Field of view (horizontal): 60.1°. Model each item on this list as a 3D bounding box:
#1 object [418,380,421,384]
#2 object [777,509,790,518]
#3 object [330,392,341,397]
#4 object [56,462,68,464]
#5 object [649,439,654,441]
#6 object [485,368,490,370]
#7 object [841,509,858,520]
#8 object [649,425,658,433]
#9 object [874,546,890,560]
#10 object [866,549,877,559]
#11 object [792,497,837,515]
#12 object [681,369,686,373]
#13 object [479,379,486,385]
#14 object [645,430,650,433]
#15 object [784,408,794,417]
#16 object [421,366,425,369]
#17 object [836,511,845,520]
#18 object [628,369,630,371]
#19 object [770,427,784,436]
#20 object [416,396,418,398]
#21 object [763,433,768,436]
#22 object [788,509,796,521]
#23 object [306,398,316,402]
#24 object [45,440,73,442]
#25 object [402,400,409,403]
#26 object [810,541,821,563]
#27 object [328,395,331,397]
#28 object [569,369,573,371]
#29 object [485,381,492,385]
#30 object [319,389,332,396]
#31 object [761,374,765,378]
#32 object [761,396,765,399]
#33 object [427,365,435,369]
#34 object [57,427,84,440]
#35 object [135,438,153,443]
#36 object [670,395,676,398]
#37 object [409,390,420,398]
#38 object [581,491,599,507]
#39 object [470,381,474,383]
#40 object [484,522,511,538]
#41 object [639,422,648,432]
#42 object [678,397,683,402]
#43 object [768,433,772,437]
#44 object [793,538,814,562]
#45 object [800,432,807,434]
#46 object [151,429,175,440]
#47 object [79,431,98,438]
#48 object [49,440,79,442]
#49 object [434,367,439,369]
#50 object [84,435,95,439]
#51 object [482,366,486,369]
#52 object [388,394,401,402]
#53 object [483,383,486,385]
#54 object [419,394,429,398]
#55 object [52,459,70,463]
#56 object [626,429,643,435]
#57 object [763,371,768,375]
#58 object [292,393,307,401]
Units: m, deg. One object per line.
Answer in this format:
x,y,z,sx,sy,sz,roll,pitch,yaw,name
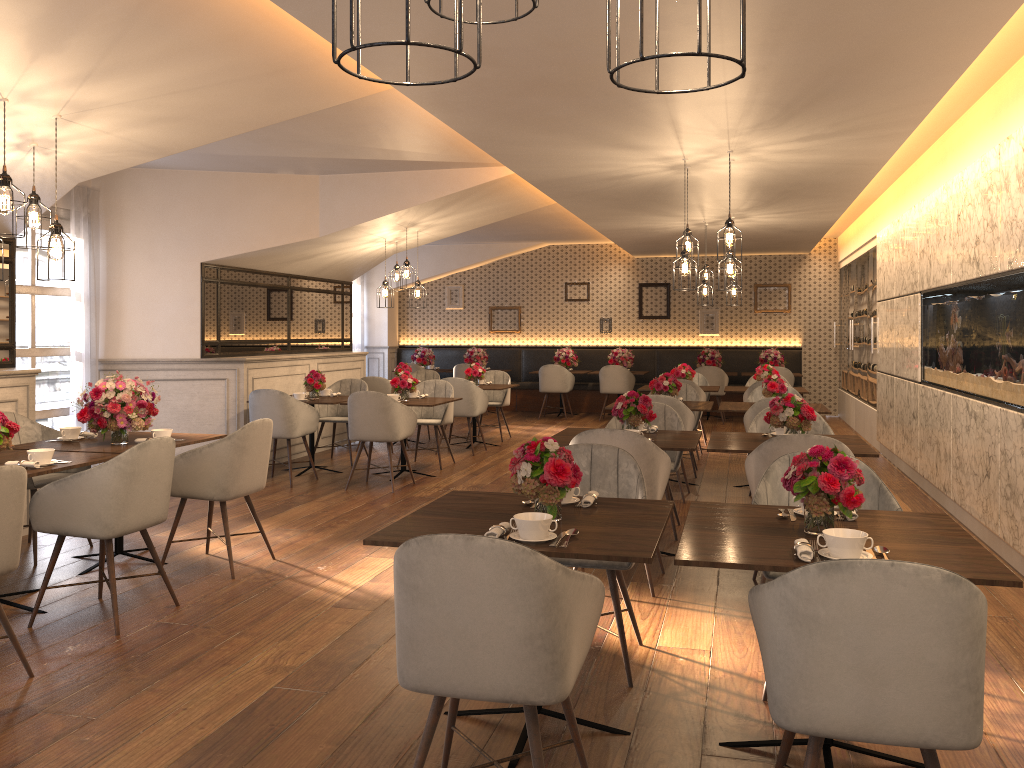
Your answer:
-1.204,-0.025,11.217,0.056,0.039,0.176,1,3,14,object
0.967,0.457,3.147,0.043,0.015,0.197,1,3,18,object
-1.786,0.106,8.970,0.056,0.039,0.176,1,3,14,object
-2.308,0.389,4.409,0.211,0.004,0.022,1,3,14,object
0.807,0.339,5.180,0.043,0.015,0.197,1,3,11,object
-0.419,-0.262,15.287,0.056,0.039,0.176,1,3,14,object
1.184,0.447,3.111,0.056,0.039,0.176,1,3,14,object
0.921,0.293,5.760,0.056,0.039,0.176,1,3,14,object
1.063,0.493,2.533,0.043,0.015,0.197,1,3,18,object
1.038,0.498,2.547,0.022,0.004,0.211,1,3,14,object
1.074,0.429,3.139,0.148,0.072,0.148,-2,3,-33,object
1.992,-0.145,10.340,0.045,0.052,0.077,-1,2,-23,object
-0.400,-0.030,11.009,0.148,0.072,0.148,-1,3,-18,object
0.886,0.300,5.759,0.025,0.024,0.193,0,3,14,object
1.613,0.162,5.186,0.048,0.052,0.076,0,2,-6,object
-1.545,-0.259,14.949,0.148,0.072,0.148,-1,3,-28,object
1.148,0.454,3.110,0.025,0.024,0.193,0,3,14,object
1.924,-0.227,14.680,0.056,0.039,0.176,1,3,14,object
1.700,0.288,5.558,0.148,0.072,0.148,-2,3,-33,object
-0.907,0.127,8.733,0.025,0.024,0.193,0,3,14,object
1.586,0.316,5.567,0.043,0.015,0.197,1,3,11,object
0.992,0.464,3.133,0.022,0.004,0.211,1,3,14,object
-1.908,0.151,8.393,0.043,0.015,0.197,1,3,18,object
-2.676,0.335,5.234,0.197,0.015,0.043,1,3,11,object
-0.993,0.165,8.156,0.043,0.015,0.197,1,3,18,object
0.881,0.486,2.570,0.025,0.024,0.193,0,3,15,object
-1.822,0.113,8.970,0.025,0.024,0.193,0,3,14,object
0.985,-0.241,14.923,0.056,0.039,0.176,1,3,14,object
-0.289,-0.011,10.980,0.056,0.039,0.176,1,3,14,object
-1.897,0.087,8.999,0.148,0.072,0.148,-1,3,-18,object
2.861,-0.092,10.095,0.049,0.052,0.077,1,2,24,object
2.346,0.143,8.049,0.148,0.072,0.148,0,3,-8,object
-1.427,-0.294,15.547,0.148,0.072,0.148,-1,3,-28,object
-2.667,0.300,5.348,0.148,0.072,0.148,-2,3,-33,object
-2.097,0.330,5.120,0.175,0.039,0.056,1,2,15,object
1.456,0.129,8.280,0.148,0.072,0.148,0,3,-8,object
-0.982,0.101,8.762,0.148,0.072,0.148,-1,3,-18,object
0.295,0.434,3.341,0.056,0.039,0.176,1,3,14,object
-0.518,0.005,10.411,0.148,0.072,0.148,-1,3,-18,object
-0.044,0.465,2.799,0.056,0.039,0.176,1,3,14,object
0.811,0.274,5.788,0.148,0.072,0.148,-2,3,-33,object
1.567,0.148,8.251,0.056,0.039,0.176,1,3,14,object
1.618,0.323,5.552,0.022,0.004,0.211,1,3,14,object
0.846,0.479,2.569,0.056,0.039,0.176,1,3,14,object
1.811,0.306,5.529,0.056,0.039,0.176,1,3,14,object
-2.069,0.307,5.230,0.148,0.072,0.148,-2,3,-33,object
-2.639,0.310,5.458,0.175,0.039,0.056,1,2,15,object
-2.661,0.339,5.266,0.211,0.004,0.022,1,3,14,object
-1.317,-0.276,15.519,0.056,0.039,0.176,1,3,14,object
-2.638,0.320,5.422,0.192,0.024,0.025,1,2,15,object
-0.529,-0.281,15.315,0.148,0.072,0.148,-1,3,-28,object
-1.100,0.136,8.164,0.148,0.072,0.148,-1,3,-18,object
-0.325,-0.004,10.980,0.025,0.024,0.193,0,3,14,object
-0.871,0.120,8.733,0.056,0.039,0.176,1,3,14,object
-2.293,0.382,4.442,0.197,0.015,0.043,1,3,11,object
0.693,0.309,5.190,0.148,0.072,0.148,-2,3,-33,object
2.880,-0.122,10.077,0.048,0.052,0.076,0,2,-6,object
-2.015,0.122,8.401,0.148,0.072,0.148,-1,3,-18,object
